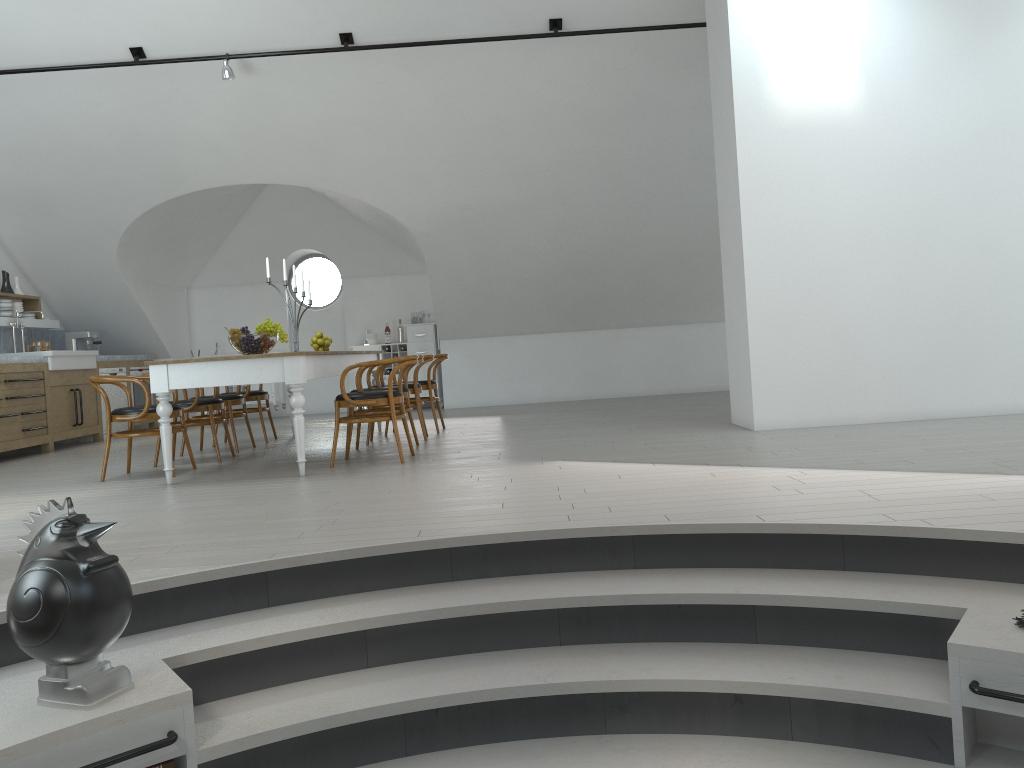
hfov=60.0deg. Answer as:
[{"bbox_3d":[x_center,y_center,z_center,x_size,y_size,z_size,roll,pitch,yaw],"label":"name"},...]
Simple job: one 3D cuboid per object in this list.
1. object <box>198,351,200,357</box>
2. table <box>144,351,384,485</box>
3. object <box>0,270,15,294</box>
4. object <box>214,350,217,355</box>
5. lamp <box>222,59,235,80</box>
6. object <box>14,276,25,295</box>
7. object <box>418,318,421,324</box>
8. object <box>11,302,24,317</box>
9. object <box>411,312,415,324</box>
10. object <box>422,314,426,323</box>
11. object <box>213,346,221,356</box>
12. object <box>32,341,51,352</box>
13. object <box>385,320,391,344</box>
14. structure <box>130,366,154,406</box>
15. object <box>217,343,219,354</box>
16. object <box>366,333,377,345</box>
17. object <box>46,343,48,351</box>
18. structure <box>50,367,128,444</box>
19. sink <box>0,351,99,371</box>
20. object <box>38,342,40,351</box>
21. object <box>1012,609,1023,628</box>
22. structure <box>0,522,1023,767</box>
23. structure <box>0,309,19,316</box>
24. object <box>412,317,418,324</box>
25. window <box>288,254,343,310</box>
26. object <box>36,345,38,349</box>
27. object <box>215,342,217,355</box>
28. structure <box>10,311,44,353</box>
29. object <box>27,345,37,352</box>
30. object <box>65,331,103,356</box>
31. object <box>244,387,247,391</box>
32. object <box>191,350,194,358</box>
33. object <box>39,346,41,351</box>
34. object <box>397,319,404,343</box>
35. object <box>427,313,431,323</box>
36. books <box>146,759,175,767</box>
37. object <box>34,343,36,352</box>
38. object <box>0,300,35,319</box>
[{"bbox_3d":[-4.213,-0.327,11.913,0.088,0.268,0.029,-3,1,27],"label":"object"},{"bbox_3d":[-1.789,0.159,7.292,1.018,0.798,3.351,-4,2,1],"label":"table"},{"bbox_3d":[-5.566,-1.117,9.754,0.156,0.268,0.156,-4,1,5],"label":"object"},{"bbox_3d":[-4.046,-0.469,12.162,0.097,0.137,0.029,-4,1,4],"label":"object"},{"bbox_3d":[-2.530,-2.799,7.896,0.113,0.175,0.114,-4,1,-37],"label":"lamp"},{"bbox_3d":[-5.572,-1.100,9.978,0.156,0.218,0.156,-4,1,-18],"label":"object"},{"bbox_3d":[-1.279,-0.855,12.129,0.077,0.085,0.077,-4,1,8],"label":"object"},{"bbox_3d":[-5.506,-0.821,9.839,0.154,0.160,0.158,-3,1,29],"label":"object"},{"bbox_3d":[-1.348,-0.892,12.122,0.048,0.169,0.048,-3,1,33],"label":"object"},{"bbox_3d":[-1.200,-0.891,12.124,0.046,0.143,0.046,-4,1,12],"label":"object"},{"bbox_3d":[-4.046,-0.449,12.155,0.101,0.138,0.067,-4,1,0],"label":"object"},{"bbox_3d":[-5.474,-0.392,10.324,0.104,0.223,0.200,-4,1,1],"label":"object"},{"bbox_3d":[-1.706,-0.710,12.160,0.081,0.329,0.081,-4,1,-4],"label":"object"},{"bbox_3d":[-4.923,0.117,11.111,0.631,0.636,0.632,-4,1,0],"label":"structure"},{"bbox_3d":[-4.026,-0.483,12.145,0.039,0.164,0.024,-4,1,13],"label":"object"},{"bbox_3d":[-1.917,-0.611,12.137,0.154,0.160,0.158,-3,1,29],"label":"object"},{"bbox_3d":[-5.435,-0.388,10.358,0.040,0.192,0.042,-4,1,-39],"label":"object"},{"bbox_3d":[-4.926,0.242,10.356,0.598,0.822,0.724,-4,1,0],"label":"structure"},{"bbox_3d":[-4.980,-0.231,9.422,0.727,0.202,1.021,-4,2,0],"label":"sink"},{"bbox_3d":[-5.414,-0.382,10.150,0.042,0.192,0.040,-3,1,37],"label":"object"},{"bbox_3d":[1.649,0.677,2.443,0.218,0.082,0.472,-5,3,-37],"label":"object"},{"bbox_3d":[0.161,1.009,1.264,4.715,0.693,4.706,-6,3,-44],"label":"structure"},{"bbox_3d":[-5.282,-0.506,9.214,0.333,0.529,0.214,-4,1,-19],"label":"structure"},{"bbox_3d":[-1.310,-0.860,12.049,0.081,0.105,0.082,-3,1,39],"label":"object"},{"bbox_3d":[-2.785,-1.454,12.655,0.900,0.899,0.060,-4,0,0],"label":"window"},{"bbox_3d":[-5.425,-0.368,10.124,0.019,0.178,0.044,-4,1,-35],"label":"object"},{"bbox_3d":[-4.058,-0.483,12.160,0.039,0.175,0.054,-4,1,0],"label":"object"},{"bbox_3d":[-5.279,-0.525,9.702,0.333,0.529,0.214,-4,1,-19],"label":"structure"},{"bbox_3d":[-5.463,-0.359,10.102,0.100,0.171,0.173,-4,1,2],"label":"object"},{"bbox_3d":[-5.158,-0.473,10.780,0.386,0.320,0.324,-4,1,0],"label":"object"},{"bbox_3d":[-3.557,0.080,11.955,0.082,0.083,0.317,-4,2,0],"label":"object"},{"bbox_3d":[-4.268,-0.323,11.914,0.088,0.268,0.029,-4,1,-26],"label":"object"},{"bbox_3d":[-5.421,-0.369,10.162,0.044,0.178,0.019,-4,1,-15],"label":"object"},{"bbox_3d":[-1.526,-0.723,12.153,0.085,0.331,0.085,-4,1,-40],"label":"object"},{"bbox_3d":[-1.135,-0.897,12.156,0.046,0.143,0.046,-4,1,12],"label":"object"},{"bbox_3d":[-1.201,1.148,2.330,0.240,0.168,0.666,-2,2,41],"label":"books"},{"bbox_3d":[-5.445,-0.376,10.130,0.019,0.196,0.022,-4,1,-11],"label":"object"},{"bbox_3d":[-5.530,-0.817,9.839,0.198,0.196,0.657,-4,2,0],"label":"object"}]
